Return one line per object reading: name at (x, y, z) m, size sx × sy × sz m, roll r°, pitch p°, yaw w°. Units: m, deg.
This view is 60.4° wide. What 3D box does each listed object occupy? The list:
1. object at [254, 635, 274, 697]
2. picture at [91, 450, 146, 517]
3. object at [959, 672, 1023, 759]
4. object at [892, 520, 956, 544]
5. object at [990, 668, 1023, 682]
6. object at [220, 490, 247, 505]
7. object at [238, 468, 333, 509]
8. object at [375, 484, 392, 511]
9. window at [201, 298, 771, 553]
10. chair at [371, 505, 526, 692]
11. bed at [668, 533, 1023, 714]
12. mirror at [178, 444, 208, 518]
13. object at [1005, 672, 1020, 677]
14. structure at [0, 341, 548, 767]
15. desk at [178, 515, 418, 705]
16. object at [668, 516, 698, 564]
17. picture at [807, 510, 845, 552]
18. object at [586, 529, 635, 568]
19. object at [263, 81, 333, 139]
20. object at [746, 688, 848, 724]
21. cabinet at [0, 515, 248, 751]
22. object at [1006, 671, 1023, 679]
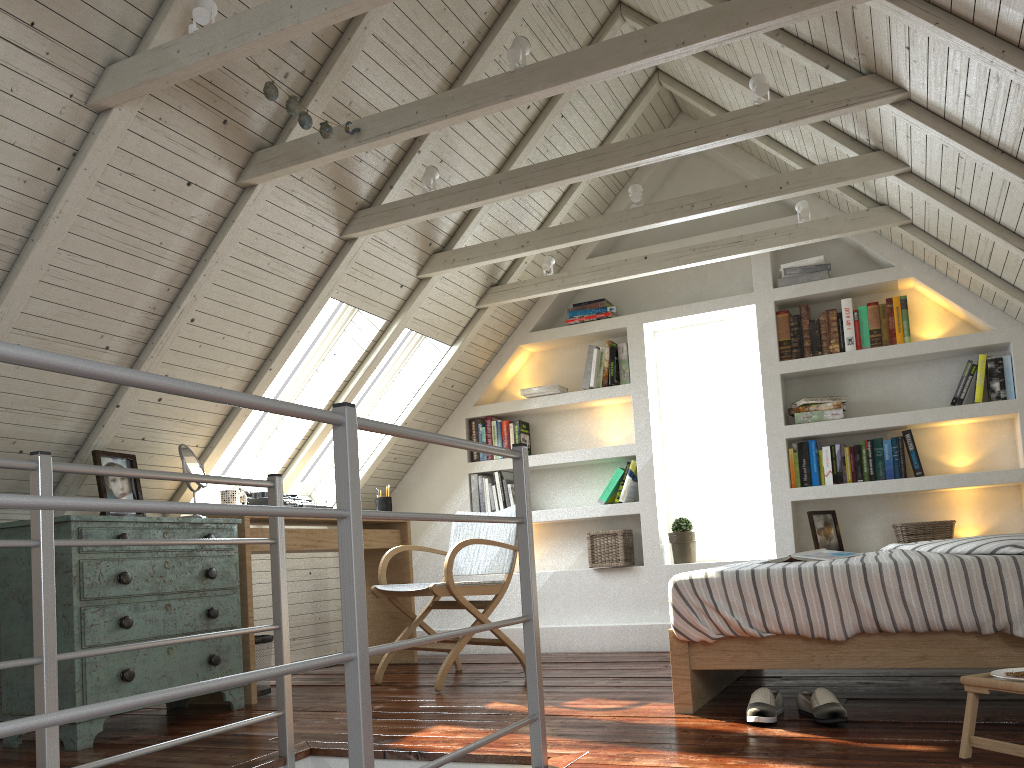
object at (-1.162, 1.244, 3.880) m, size 0.225 × 0.249 × 0.226 m, roll -6°, pitch -8°, yaw 19°
picture at (-1.507, 0.388, 3.305) m, size 0.147 × 0.256 × 0.203 m, roll -6°, pitch -7°, yaw 19°
object at (1.321, 0.753, 2.022) m, size 0.530 × 0.180 × 0.273 m, roll 0°, pitch -10°, yaw -21°
object at (1.998, 0.734, 4.258) m, size 0.284 × 0.132 × 0.180 m, roll -6°, pitch -9°, yaw 15°
object at (1.194, 0.665, 1.998) m, size 0.191 × 0.016 × 0.191 m, roll -11°, pitch -14°, yaw 34°
object at (-1.216, 0.515, 3.838) m, size 0.108 × 0.099 × 0.084 m, roll 0°, pitch -8°, yaw -25°
object at (-1.081, 0.512, 4.218) m, size 0.355 × 0.235 × 0.392 m, roll -7°, pitch -10°, yaw 19°
object at (-0.706, 0.645, 4.837) m, size 0.088 × 0.184 × 0.089 m, roll -2°, pitch -6°, yaw -12°
window at (-0.163, 0.232, 4.423) m, size 3.095 × 1.358 × 1.422 m, roll -4°, pitch -8°, yaw 2°
chair at (-0.278, 0.957, 4.023) m, size 0.560 × 0.782 × 0.557 m, roll 2°, pitch -9°, yaw -40°
bed at (1.632, 0.690, 3.096) m, size 1.889 × 0.696 × 1.890 m, roll -8°, pitch -12°, yaw 24°
mirror at (-1.295, 0.400, 3.581) m, size 0.112 × 0.315 × 0.209 m, roll -2°, pitch -7°, yaw -22°
object at (1.226, 0.670, 2.036) m, size 0.078 × 0.015 × 0.142 m, roll 7°, pitch -16°, yaw -44°
structure at (-0.650, 0.578, 1.693) m, size 0.841 × 0.982 × 1.655 m, roll -7°, pitch -10°, yaw 24°
desk at (-0.987, 1.052, 4.322) m, size 0.379 × 0.794 × 1.337 m, roll -6°, pitch -10°, yaw 24°
object at (0.929, 0.838, 4.773) m, size 0.160 × 0.268 × 0.161 m, roll -5°, pitch -6°, yaw 17°
picture at (1.544, 0.747, 4.402) m, size 0.173 × 0.221 × 0.128 m, roll 0°, pitch -7°, yaw -25°
object at (0.552, 0.920, 4.911) m, size 0.206 × 0.198 × 0.206 m, roll -7°, pitch -9°, yaw 24°
object at (-0.609, -0.784, 2.537) m, size 0.060 × 0.066 × 0.286 m, roll -7°, pitch -11°, yaw 23°
object at (0.851, 0.952, 2.627) m, size 0.286 × 0.090 × 0.278 m, roll -8°, pitch -12°, yaw 22°
cabinet at (-1.419, 0.895, 3.296) m, size 0.418 × 0.758 × 0.811 m, roll -6°, pitch -8°, yaw 24°
object at (1.194, 0.653, 1.987) m, size 0.110 × 0.029 × 0.120 m, roll -2°, pitch -11°, yaw -10°
